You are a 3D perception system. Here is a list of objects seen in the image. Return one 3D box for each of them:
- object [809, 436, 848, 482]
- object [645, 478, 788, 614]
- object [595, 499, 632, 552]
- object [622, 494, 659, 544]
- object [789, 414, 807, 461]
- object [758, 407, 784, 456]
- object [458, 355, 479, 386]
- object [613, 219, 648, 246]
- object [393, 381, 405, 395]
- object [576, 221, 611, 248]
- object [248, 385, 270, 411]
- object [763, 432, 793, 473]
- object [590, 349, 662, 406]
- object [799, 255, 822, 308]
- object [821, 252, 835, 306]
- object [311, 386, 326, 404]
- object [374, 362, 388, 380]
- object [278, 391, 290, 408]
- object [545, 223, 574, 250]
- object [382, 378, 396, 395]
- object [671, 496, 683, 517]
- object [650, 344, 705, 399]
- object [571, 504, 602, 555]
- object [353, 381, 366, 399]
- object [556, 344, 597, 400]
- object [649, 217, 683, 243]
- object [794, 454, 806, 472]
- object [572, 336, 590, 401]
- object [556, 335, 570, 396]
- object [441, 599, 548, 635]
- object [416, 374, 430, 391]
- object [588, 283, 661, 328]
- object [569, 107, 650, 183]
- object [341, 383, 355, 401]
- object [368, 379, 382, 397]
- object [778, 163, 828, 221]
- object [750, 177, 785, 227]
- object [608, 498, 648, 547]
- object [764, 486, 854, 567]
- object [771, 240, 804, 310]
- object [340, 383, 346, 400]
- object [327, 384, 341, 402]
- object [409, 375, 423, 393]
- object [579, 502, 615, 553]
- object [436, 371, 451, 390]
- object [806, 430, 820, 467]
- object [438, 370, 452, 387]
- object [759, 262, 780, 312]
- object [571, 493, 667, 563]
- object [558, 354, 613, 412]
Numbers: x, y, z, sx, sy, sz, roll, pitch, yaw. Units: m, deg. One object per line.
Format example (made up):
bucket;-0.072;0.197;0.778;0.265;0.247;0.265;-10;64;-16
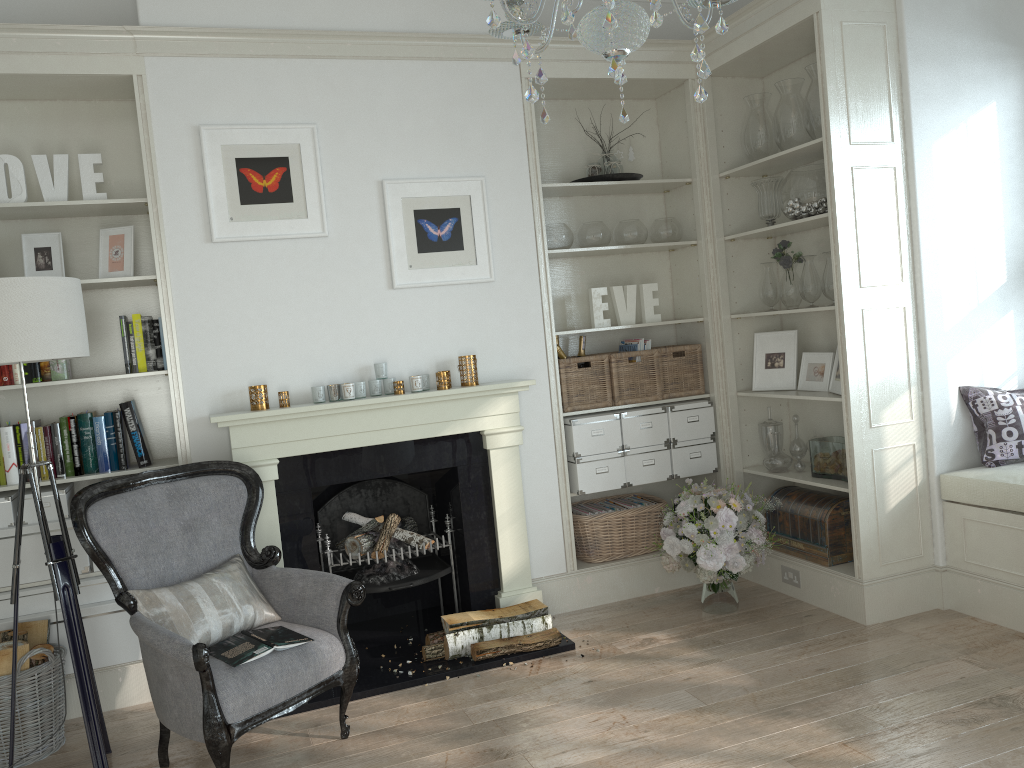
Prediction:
object;1.578;0.356;4.163;0.171;0.180;0.387;-7;4;-20
object;0.971;0.761;4.233;0.544;0.643;0.570;-7;4;-29
object;0.534;0.752;4.706;0.088;0.238;0.274;-7;4;-20
object;0.691;0.734;4.763;0.088;0.238;0.274;-7;4;-20
object;1.485;0.293;4.612;0.088;0.271;0.088;-6;3;-15
object;1.367;0.278;4.671;0.129;0.315;0.129;-6;3;-15
object;-0.202;-0.062;4.123;0.087;0.140;0.090;-4;4;18
object;0.627;-0.795;4.699;0.185;0.140;0.185;-5;3;0
object;-0.508;0.017;3.980;0.050;0.058;0.052;-4;3;17
object;0.425;-0.771;4.626;0.185;0.140;0.185;-5;3;0
object;-1.088;0.059;3.813;0.080;0.104;0.080;-3;4;38
object;1.352;0.347;4.522;0.148;0.200;0.148;-3;4;38
object;0.601;-0.038;4.717;0.276;0.270;0.275;-7;4;-20
object;1.448;-0.496;4.306;0.110;0.251;0.110;-2;4;42
object;1.503;-0.492;4.153;0.110;0.251;0.110;-2;4;42
object;-0.848;0.047;3.891;0.060;0.073;0.060;-3;4;36
object;-0.593;-0.058;4.016;0.060;0.073;0.060;-3;4;36
object;-0.984;0.067;3.825;0.047;0.068;0.054;-5;3;8
object;0.224;-0.748;4.553;0.185;0.140;0.185;-5;3;0
object;-0.555;0.011;4.030;0.060;0.073;0.060;-3;4;36
object;0.962;0.723;4.821;0.135;0.248;0.135;-7;4;-30
object;0.853;-0.070;4.840;0.276;0.270;0.275;-7;4;-20
object;0.386;0.769;4.661;0.088;0.238;0.274;-7;4;-19
object;-0.679;0.028;3.947;0.060;0.073;0.060;-5;3;3
object;0.331;-0.049;4.577;0.284;0.332;0.095;-8;4;-41
object;0.828;-0.818;4.771;0.185;0.140;0.185;-5;3;0
object;1.443;0.398;4.450;0.056;0.090;0.056;-5;3;11
object;0.353;-0.074;4.716;0.127;0.361;0.094;-7;4;-20
object;0.244;-0.074;4.675;0.095;0.377;0.095;-5;3;16
object;-0.072;1.049;3.939;0.459;0.083;0.150;-7;4;-18
object;-0.406;-0.006;4.066;0.060;0.073;0.060;-3;4;36
object;0.597;-0.414;4.670;0.393;0.207;0.039;-7;4;-20
object;0.500;-1.282;4.657;0.457;0.485;0.399;-4;4;20
object;-0.718;0.035;3.893;0.060;0.073;0.060;-3;4;36
object;-0.617;0.018;4.006;0.060;0.073;0.060;-3;4;36
object;1.428;-0.897;4.188;0.329;0.249;0.329;-2;5;45
object;1.303;-0.906;4.491;0.168;0.256;0.168;-4;4;28
object;0.614;0.743;4.735;0.088;0.238;0.274;-7;4;-19
object;1.494;0.676;4.344;0.290;0.297;0.475;-7;4;-20
object;1.392;-0.552;4.465;0.166;0.355;0.206;-4;4;19
object;-0.749;0.033;3.962;0.060;0.073;0.060;-3;4;36
object;-0.782;0.040;3.904;0.060;0.073;0.060;-3;4;36
object;-0.433;0.001;4.007;0.060;0.073;0.060;-3;4;36
object;0.457;0.761;4.679;0.088;0.238;0.274;-7;4;-19
object;-0.314;-0.015;4.022;0.060;0.079;0.060;-3;4;42
object;1.565;0.330;4.564;0.094;0.188;0.094;-4;4;22
object;-0.312;-0.020;4.109;0.060;0.079;0.060;-3;4;38
object;1.339;-0.503;4.604;0.110;0.251;0.110;-2;4;42
object;0.539;0.763;4.710;0.554;0.263;0.408;-7;4;-19
object;0.332;-0.008;4.641;0.276;0.270;0.275;-7;4;-20
